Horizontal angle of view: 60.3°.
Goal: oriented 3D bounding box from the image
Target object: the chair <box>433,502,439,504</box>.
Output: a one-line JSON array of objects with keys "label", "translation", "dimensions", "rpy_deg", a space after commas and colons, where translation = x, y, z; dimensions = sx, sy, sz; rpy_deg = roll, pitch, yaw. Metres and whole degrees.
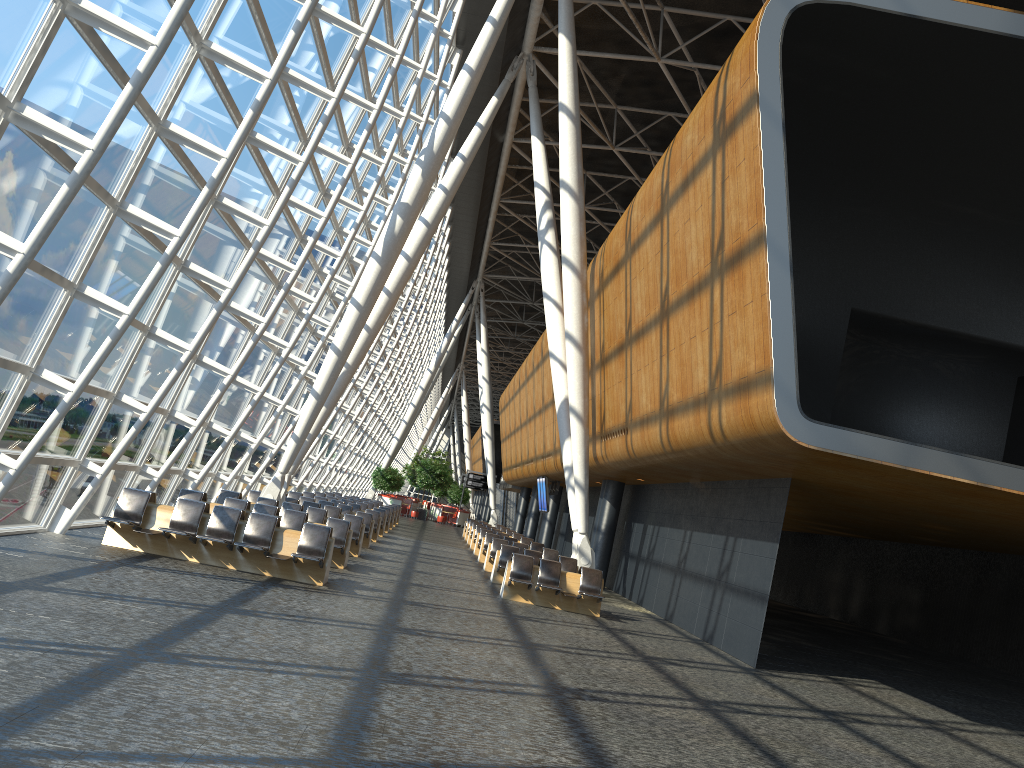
[{"label": "chair", "translation": [-5.987, 9.896, 69.573], "dimensions": [0.627, 1.005, 0.660], "rpy_deg": [13, -4, -19]}]

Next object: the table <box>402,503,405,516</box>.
[{"label": "table", "translation": [-6.849, 7.608, 53.783], "dimensions": [0.808, 0.746, 0.795], "rpy_deg": [15, -6, -33]}]

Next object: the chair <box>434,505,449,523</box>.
[{"label": "chair", "translation": [-4.390, 8.153, 55.063], "dimensions": [0.655, 1.005, 0.631], "rpy_deg": [8, -5, 41]}]

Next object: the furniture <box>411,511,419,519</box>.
[{"label": "furniture", "translation": [-5.743, 7.733, 52.053], "dimensions": [0.439, 0.458, 0.449], "rpy_deg": [8, -6, 38]}]

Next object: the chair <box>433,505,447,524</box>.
[{"label": "chair", "translation": [-4.344, 8.004, 53.952], "dimensions": [0.617, 1.005, 0.670], "rpy_deg": [8, -5, 41]}]

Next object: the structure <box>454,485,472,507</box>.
[{"label": "structure", "translation": [-4.507, 9.790, 73.813], "dimensions": [1.920, 2.981, 1.909], "rpy_deg": [8, -5, 43]}]

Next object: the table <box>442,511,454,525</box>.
[{"label": "table", "translation": [-3.886, 8.094, 53.003], "dimensions": [0.795, 0.746, 0.808], "rpy_deg": [10, -5, 12]}]

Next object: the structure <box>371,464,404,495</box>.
[{"label": "structure", "translation": [-7.847, 6.412, 54.710], "dimensions": [1.939, 2.954, 1.855], "rpy_deg": [14, -4, -30]}]

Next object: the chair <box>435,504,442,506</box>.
[{"label": "chair", "translation": [-4.995, 8.935, 61.417], "dimensions": [0.617, 1.005, 0.670], "rpy_deg": [8, -5, 41]}]

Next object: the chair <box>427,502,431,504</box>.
[{"label": "chair", "translation": [-5.857, 9.235, 64.742], "dimensions": [0.655, 1.005, 0.631], "rpy_deg": [9, -4, 31]}]

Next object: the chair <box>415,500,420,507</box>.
[{"label": "chair", "translation": [-6.861, 8.465, 60.758], "dimensions": [0.656, 1.005, 0.630], "rpy_deg": [10, -4, 21]}]

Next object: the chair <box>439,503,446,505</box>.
[{"label": "chair", "translation": [-5.611, 10.303, 71.897], "dimensions": [0.629, 1.005, 0.658], "rpy_deg": [13, -4, -29]}]

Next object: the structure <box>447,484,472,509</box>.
[{"label": "structure", "translation": [-3.939, 8.536, 63.418], "dimensions": [1.766, 2.766, 1.756], "rpy_deg": [8, -5, 43]}]

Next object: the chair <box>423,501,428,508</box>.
[{"label": "chair", "translation": [-6.492, 9.654, 68.590], "dimensions": [0.665, 1.005, 0.622], "rpy_deg": [13, -4, -19]}]

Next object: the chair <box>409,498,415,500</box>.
[{"label": "chair", "translation": [-7.578, 8.780, 63.984], "dimensions": [0.617, 1.005, 0.670], "rpy_deg": [8, -5, 41]}]

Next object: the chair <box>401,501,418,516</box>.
[{"label": "chair", "translation": [-6.210, 7.534, 53.292], "dimensions": [0.656, 1.005, 0.630], "rpy_deg": [10, -4, 21]}]

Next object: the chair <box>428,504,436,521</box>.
[{"label": "chair", "translation": [-4.832, 8.220, 56.157], "dimensions": [0.617, 1.005, 0.670], "rpy_deg": [9, -4, 31]}]

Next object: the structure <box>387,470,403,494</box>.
[{"label": "structure", "translation": [-8.657, 7.398, 62.223], "dimensions": [1.790, 2.800, 1.780], "rpy_deg": [8, -5, 43]}]

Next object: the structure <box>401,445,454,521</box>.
[{"label": "structure", "translation": [-5.562, 6.165, 55.363], "dimensions": [3.107, 4.511, 5.818], "rpy_deg": [12, -6, -11]}]

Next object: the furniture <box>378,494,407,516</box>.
[{"label": "furniture", "translation": [-7.333, 7.325, 53.410], "dimensions": [0.900, 1.002, 2.813], "rpy_deg": [15, -8, -36]}]

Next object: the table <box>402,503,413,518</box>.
[{"label": "table", "translation": [-6.189, 7.519, 52.226], "dimensions": [0.808, 0.746, 0.795], "rpy_deg": [15, -6, -33]}]

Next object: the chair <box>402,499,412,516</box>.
[{"label": "chair", "translation": [-6.673, 7.625, 54.587], "dimensions": [0.618, 1.005, 0.669], "rpy_deg": [10, -4, 21]}]

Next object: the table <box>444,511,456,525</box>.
[{"label": "table", "translation": [-3.897, 8.310, 54.537], "dimensions": [0.795, 0.746, 0.808], "rpy_deg": [10, -5, 12]}]

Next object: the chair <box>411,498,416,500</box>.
[{"label": "chair", "translation": [-8.206, 9.556, 70.325], "dimensions": [0.669, 1.005, 0.618], "rpy_deg": [14, -5, -39]}]

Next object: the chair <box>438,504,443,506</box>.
[{"label": "chair", "translation": [-5.042, 9.084, 62.529], "dimensions": [0.655, 1.005, 0.631], "rpy_deg": [8, -5, 41]}]

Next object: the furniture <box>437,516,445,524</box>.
[{"label": "furniture", "translation": [-4.244, 8.114, 52.614], "dimensions": [0.441, 0.458, 0.447], "rpy_deg": [11, -5, 8]}]

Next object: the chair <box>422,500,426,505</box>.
[{"label": "chair", "translation": [-7.479, 9.958, 72.120], "dimensions": [0.665, 1.005, 0.622], "rpy_deg": [13, -4, -19]}]

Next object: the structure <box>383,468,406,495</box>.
[{"label": "structure", "translation": [-8.137, 7.015, 58.939], "dimensions": [1.818, 2.838, 1.808], "rpy_deg": [8, -5, 43]}]

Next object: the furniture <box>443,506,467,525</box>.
[{"label": "furniture", "translation": [-3.958, 8.559, 57.303], "dimensions": [0.900, 1.002, 2.813], "rpy_deg": [15, -8, -36]}]

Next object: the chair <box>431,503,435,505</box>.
[{"label": "chair", "translation": [-5.484, 9.151, 63.623], "dimensions": [0.617, 1.005, 0.670], "rpy_deg": [9, -4, 31]}]

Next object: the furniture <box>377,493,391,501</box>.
[{"label": "furniture", "translation": [-8.087, 7.579, 56.269], "dimensions": [0.886, 1.001, 2.859], "rpy_deg": [11, -7, 9]}]

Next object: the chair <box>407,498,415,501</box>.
[{"label": "chair", "translation": [-7.325, 8.556, 62.053], "dimensions": [0.618, 1.005, 0.669], "rpy_deg": [10, -4, 21]}]

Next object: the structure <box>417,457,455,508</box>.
[{"label": "structure", "translation": [-6.526, 8.238, 71.297], "dimensions": [3.075, 4.511, 5.817], "rpy_deg": [10, -6, 19]}]

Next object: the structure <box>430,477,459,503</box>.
[{"label": "structure", "translation": [-5.334, 8.388, 66.853], "dimensions": [2.273, 3.460, 2.238], "rpy_deg": [11, -4, 8]}]

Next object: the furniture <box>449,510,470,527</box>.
[{"label": "furniture", "translation": [-3.204, 8.304, 54.444], "dimensions": [0.886, 1.001, 2.859], "rpy_deg": [11, -7, 9]}]

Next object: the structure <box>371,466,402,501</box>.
[{"label": "structure", "translation": [-7.526, 6.163, 51.822], "dimensions": [1.766, 2.766, 1.756], "rpy_deg": [8, -5, 43]}]

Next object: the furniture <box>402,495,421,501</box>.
[{"label": "furniture", "translation": [-11.438, 12.411, 94.433], "dimensions": [3.256, 0.864, 1.670], "rpy_deg": [12, -7, -4]}]

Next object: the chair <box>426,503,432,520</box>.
[{"label": "chair", "translation": [-5.206, 8.304, 57.276], "dimensions": [0.655, 1.005, 0.631], "rpy_deg": [9, -4, 31]}]
